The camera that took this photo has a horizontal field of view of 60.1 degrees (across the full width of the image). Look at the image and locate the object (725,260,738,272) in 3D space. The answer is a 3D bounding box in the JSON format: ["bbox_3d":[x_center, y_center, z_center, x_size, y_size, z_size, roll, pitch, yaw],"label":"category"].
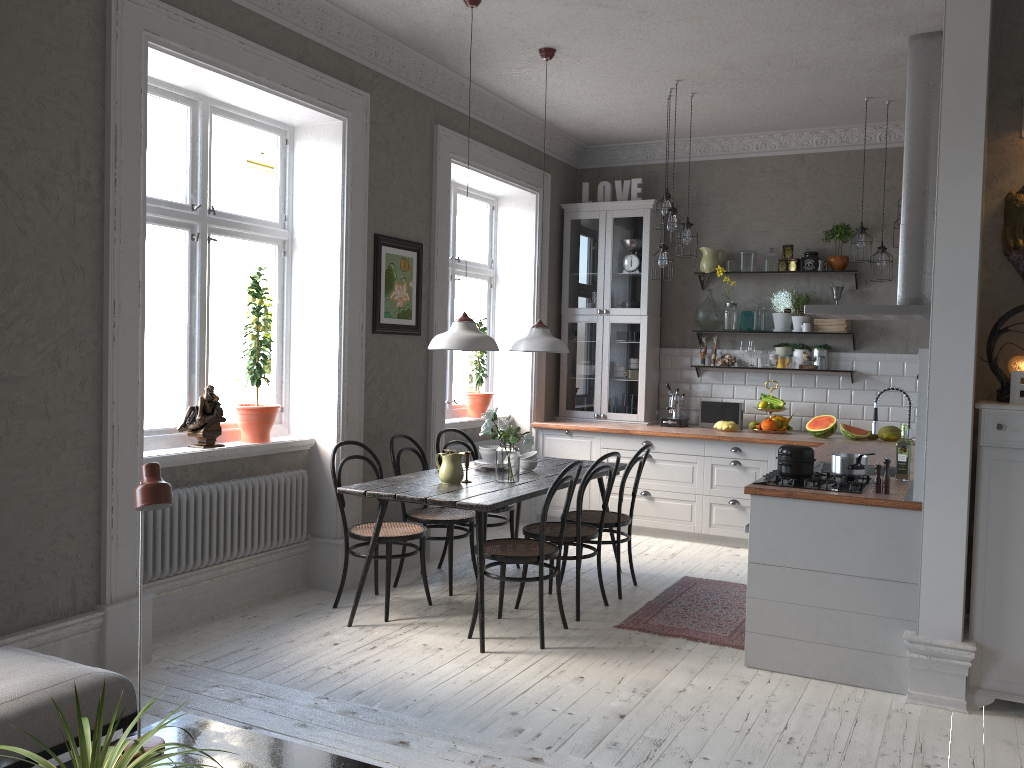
[{"bbox_3d":[1.850,-0.983,7.464,0.101,0.111,0.105,3,2,27],"label":"object"}]

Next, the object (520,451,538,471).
[{"bbox_3d":[0.097,0.470,5.402,0.122,0.119,0.130,4,3,43],"label":"object"}]

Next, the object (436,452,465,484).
[{"bbox_3d":[-0.336,0.454,4.821,0.151,0.170,0.134,1,2,-12],"label":"object"}]

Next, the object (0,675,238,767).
[{"bbox_3d":[-0.892,0.869,1.955,0.716,0.420,0.677,4,3,45],"label":"object"}]

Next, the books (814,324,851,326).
[{"bbox_3d":[2.578,-0.472,7.120,0.256,0.011,0.160,3,3,29],"label":"books"}]

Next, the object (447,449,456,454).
[{"bbox_3d":[-0.340,0.448,4.958,0.063,0.172,0.060,0,3,-42],"label":"object"}]

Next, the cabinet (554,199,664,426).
[{"bbox_3d":[0.873,-0.605,7.793,0.864,1.921,0.394,3,2,26],"label":"cabinet"}]

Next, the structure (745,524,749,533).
[{"bbox_3d":[1.516,0.830,4.382,0.608,0.623,0.633,3,2,27],"label":"structure"}]

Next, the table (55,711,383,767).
[{"bbox_3d":[-0.987,1.215,2.043,0.835,0.303,1.332,3,2,27],"label":"table"}]

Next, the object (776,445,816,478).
[{"bbox_3d":[1.373,0.375,4.285,0.189,0.147,0.194,2,2,7],"label":"object"}]

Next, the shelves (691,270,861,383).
[{"bbox_3d":[2.160,-0.459,7.320,1.294,0.923,0.232,3,2,26],"label":"shelves"}]

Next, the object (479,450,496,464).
[{"bbox_3d":[-0.114,0.455,5.458,0.177,0.094,0.182,2,2,18],"label":"object"}]

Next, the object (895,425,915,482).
[{"bbox_3d":[1.995,0.351,4.486,0.088,0.282,0.083,3,2,27],"label":"object"}]

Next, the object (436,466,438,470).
[{"bbox_3d":[-0.377,0.463,5.330,0.138,0.112,0.140,2,2,9],"label":"object"}]

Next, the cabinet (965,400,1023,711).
[{"bbox_3d":[2.294,0.739,3.739,0.655,1.297,0.390,3,2,26],"label":"cabinet"}]

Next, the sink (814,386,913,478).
[{"bbox_3d":[1.938,0.365,4.900,0.519,0.720,0.494,3,2,27],"label":"sink"}]

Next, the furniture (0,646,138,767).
[{"bbox_3d":[-1.604,1.082,2.487,0.573,0.476,0.842,3,2,27],"label":"furniture"}]

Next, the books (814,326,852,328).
[{"bbox_3d":[2.578,-0.461,7.121,0.256,0.011,0.161,3,3,32],"label":"books"}]

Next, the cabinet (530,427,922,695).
[{"bbox_3d":[1.633,0.851,5.968,2.012,0.854,4.145,1,2,-16],"label":"cabinet"}]

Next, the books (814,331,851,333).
[{"bbox_3d":[2.577,-0.417,7.122,0.256,0.011,0.160,3,3,29],"label":"books"}]

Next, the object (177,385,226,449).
[{"bbox_3d":[-1.624,0.169,4.635,0.118,0.329,0.241,3,2,29],"label":"object"}]

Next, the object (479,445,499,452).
[{"bbox_3d":[-0.114,0.434,5.457,0.177,0.094,0.182,2,2,18],"label":"object"}]

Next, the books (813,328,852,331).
[{"bbox_3d":[2.577,-0.439,7.122,0.255,0.016,0.161,3,3,39],"label":"books"}]

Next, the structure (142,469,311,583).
[{"bbox_3d":[-1.509,0.724,4.699,0.146,0.428,1.243,3,2,26],"label":"structure"}]

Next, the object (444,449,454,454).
[{"bbox_3d":[-0.359,0.444,5.049,0.095,0.172,0.096,2,2,8],"label":"object"}]

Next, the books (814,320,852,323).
[{"bbox_3d":[2.579,-0.504,7.119,0.256,0.016,0.161,3,3,36],"label":"books"}]

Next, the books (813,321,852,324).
[{"bbox_3d":[2.579,-0.493,7.119,0.255,0.016,0.161,3,3,39],"label":"books"}]

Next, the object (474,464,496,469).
[{"bbox_3d":[-0.115,0.508,5.460,0.232,0.027,0.242,4,3,45],"label":"object"}]

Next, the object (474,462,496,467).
[{"bbox_3d":[-0.115,0.499,5.460,0.238,0.027,0.236,1,2,-5],"label":"object"}]

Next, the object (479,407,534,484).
[{"bbox_3d":[-0.025,0.338,4.897,0.307,0.414,0.255,3,2,25],"label":"object"}]

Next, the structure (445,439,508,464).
[{"bbox_3d":[-0.311,0.670,6.982,0.146,0.428,1.243,3,2,26],"label":"structure"}]

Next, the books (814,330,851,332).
[{"bbox_3d":[2.577,-0.429,7.122,0.256,0.011,0.161,3,3,32],"label":"books"}]

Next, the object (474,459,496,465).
[{"bbox_3d":[-0.115,0.490,5.459,0.242,0.027,0.232,0,3,-40],"label":"object"}]

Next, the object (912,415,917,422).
[{"bbox_3d":[2.563,0.104,5.571,0.080,0.443,0.335,3,2,28],"label":"object"}]

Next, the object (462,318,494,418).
[{"bbox_3d":[-0.270,-0.135,7.222,0.265,0.813,0.255,0,3,-36],"label":"object"}]

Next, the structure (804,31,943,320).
[{"bbox_3d":[2.173,-1.190,5.199,0.701,1.595,0.724,3,2,27],"label":"structure"}]

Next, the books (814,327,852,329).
[{"bbox_3d":[2.578,-0.450,7.121,0.256,0.016,0.161,3,3,36],"label":"books"}]

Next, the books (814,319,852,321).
[{"bbox_3d":[2.580,-0.515,7.119,0.256,0.011,0.161,3,3,32],"label":"books"}]

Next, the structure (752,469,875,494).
[{"bbox_3d":[1.505,0.465,4.384,0.488,0.031,0.616,3,2,27],"label":"structure"}]

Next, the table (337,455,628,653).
[{"bbox_3d":[-0.065,0.897,5.245,0.889,0.735,1.952,3,2,27],"label":"table"}]

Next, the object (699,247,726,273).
[{"bbox_3d":[1.683,-1.042,7.479,0.187,0.216,0.177,3,3,41],"label":"object"}]

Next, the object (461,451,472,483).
[{"bbox_3d":[-0.248,0.457,4.872,0.058,0.167,0.060,3,3,40],"label":"object"}]

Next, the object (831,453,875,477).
[{"bbox_3d":[1.718,0.389,4.374,0.178,0.134,0.298,0,2,-28],"label":"object"}]

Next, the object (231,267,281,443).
[{"bbox_3d":[-1.432,-0.169,4.976,0.274,0.991,0.266,1,2,-24],"label":"object"}]

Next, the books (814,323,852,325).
[{"bbox_3d":[2.579,-0.483,7.120,0.256,0.011,0.161,3,3,32],"label":"books"}]
